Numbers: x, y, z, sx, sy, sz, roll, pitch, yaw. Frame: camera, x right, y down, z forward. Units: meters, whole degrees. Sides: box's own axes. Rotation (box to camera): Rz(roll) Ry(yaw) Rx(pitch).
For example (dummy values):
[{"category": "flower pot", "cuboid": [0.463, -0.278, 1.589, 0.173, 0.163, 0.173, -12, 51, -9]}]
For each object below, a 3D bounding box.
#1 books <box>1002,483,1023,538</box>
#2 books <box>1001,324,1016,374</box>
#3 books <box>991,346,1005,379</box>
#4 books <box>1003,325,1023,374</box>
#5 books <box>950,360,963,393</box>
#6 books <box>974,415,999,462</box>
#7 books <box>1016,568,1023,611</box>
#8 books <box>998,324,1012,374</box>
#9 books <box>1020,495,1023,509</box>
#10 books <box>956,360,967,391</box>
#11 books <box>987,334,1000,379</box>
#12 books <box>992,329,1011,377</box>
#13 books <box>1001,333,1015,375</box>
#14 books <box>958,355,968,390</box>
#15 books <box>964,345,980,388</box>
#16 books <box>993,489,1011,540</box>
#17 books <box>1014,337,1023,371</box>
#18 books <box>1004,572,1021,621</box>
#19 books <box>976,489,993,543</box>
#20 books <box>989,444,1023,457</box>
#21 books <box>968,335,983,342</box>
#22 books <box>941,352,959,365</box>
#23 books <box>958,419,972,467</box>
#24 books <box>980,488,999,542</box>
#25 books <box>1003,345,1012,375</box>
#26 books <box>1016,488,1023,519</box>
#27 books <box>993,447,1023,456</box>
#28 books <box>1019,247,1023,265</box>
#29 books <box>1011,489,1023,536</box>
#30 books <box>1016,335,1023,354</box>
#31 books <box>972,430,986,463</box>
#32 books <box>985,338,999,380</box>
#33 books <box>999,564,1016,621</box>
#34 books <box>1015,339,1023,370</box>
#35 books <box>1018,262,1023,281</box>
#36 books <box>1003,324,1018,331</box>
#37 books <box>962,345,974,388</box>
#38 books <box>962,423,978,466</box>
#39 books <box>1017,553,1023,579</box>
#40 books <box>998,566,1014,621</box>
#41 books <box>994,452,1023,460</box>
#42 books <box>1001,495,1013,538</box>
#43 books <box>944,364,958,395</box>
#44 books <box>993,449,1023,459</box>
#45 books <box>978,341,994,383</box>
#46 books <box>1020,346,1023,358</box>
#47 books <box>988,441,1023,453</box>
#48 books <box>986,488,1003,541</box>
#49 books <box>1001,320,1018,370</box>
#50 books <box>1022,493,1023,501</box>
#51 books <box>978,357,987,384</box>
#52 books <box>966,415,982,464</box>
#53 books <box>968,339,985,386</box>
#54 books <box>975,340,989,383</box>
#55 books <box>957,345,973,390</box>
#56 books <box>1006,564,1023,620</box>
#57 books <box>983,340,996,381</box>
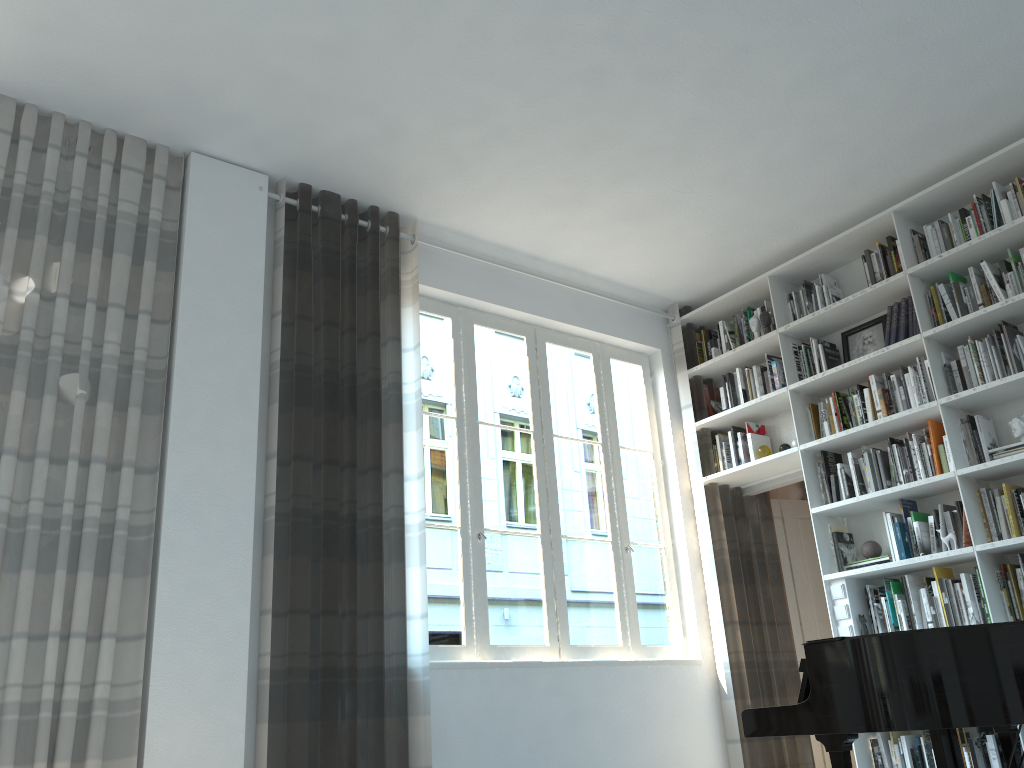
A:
[{"category": "books", "cuboid": [2.412, 0.617, 4.219, 0.190, 0.273, 0.026, 12, -26, -35]}, {"category": "books", "cuboid": [2.492, -0.139, 4.373, 0.157, 0.315, 0.005, 12, -26, -35]}, {"category": "books", "cuboid": [2.443, -0.075, 4.382, 0.181, 0.208, 0.011, 12, -26, -35]}, {"category": "books", "cuboid": [2.486, -0.137, 4.337, 0.189, 0.286, 0.011, 12, -26, -35]}, {"category": "books", "cuboid": [2.335, -0.003, 4.571, 0.136, 0.224, 0.029, 12, -26, -35]}, {"category": "books", "cuboid": [2.375, 0.297, 4.406, 0.136, 0.276, 0.021, 12, -26, -35]}, {"category": "books", "cuboid": [2.419, 0.987, 4.130, 0.163, 0.247, 0.042, 12, -26, -35]}, {"category": "books", "cuboid": [2.479, -0.137, 4.381, 0.153, 0.319, 0.004, 12, -26, -35]}, {"category": "books", "cuboid": [2.463, 0.631, 4.172, 0.180, 0.207, 0.011, 12, -26, -35]}, {"category": "books", "cuboid": [2.350, -0.009, 4.549, 0.140, 0.218, 0.024, 12, -26, -35]}, {"category": "books", "cuboid": [2.441, -0.103, 4.406, 0.169, 0.278, 0.011, 12, -26, -35]}, {"category": "books", "cuboid": [2.458, -0.120, 4.383, 0.177, 0.290, 0.011, 12, -26, -35]}, {"category": "books", "cuboid": [2.479, -0.113, 4.362, 0.158, 0.260, 0.010, 12, -26, -35]}, {"category": "books", "cuboid": [2.349, -0.027, 4.532, 0.134, 0.239, 0.012, 12, -26, -35]}, {"category": "books", "cuboid": [2.373, -0.057, 4.490, 0.178, 0.261, 0.024, 12, -26, -35]}, {"category": "books", "cuboid": [2.393, 0.643, 4.269, 0.166, 0.262, 0.036, 12, -26, -35]}, {"category": "books", "cuboid": [2.521, -0.111, 4.340, 0.135, 0.236, 0.009, 12, -26, -35]}, {"category": "books", "cuboid": [2.391, 1.007, 4.163, 0.157, 0.238, 0.030, 12, -26, -35]}, {"category": "books", "cuboid": [2.351, 0.664, 4.344, 0.159, 0.284, 0.012, 12, -26, -35]}, {"category": "books", "cuboid": [2.474, 0.311, 4.262, 0.159, 0.012, 0.286, 11, -26, -33]}, {"category": "books", "cuboid": [2.392, -0.086, 4.494, 0.155, 0.316, 0.011, 12, -26, -35]}, {"category": "books", "cuboid": [2.306, -0.020, 4.603, 0.159, 0.284, 0.012, 12, -26, -35]}, {"category": "books", "cuboid": [2.328, 0.322, 4.473, 0.159, 0.284, 0.012, 12, -26, -35]}, {"category": "books", "cuboid": [2.361, 0.652, 4.316, 0.145, 0.283, 0.025, 12, -26, -35]}, {"category": "books", "cuboid": [2.487, -0.084, 4.376, 0.133, 0.216, 0.012, 12, -26, -35]}, {"category": "books", "cuboid": [2.467, 0.622, 4.205, 0.142, 0.246, 0.028, 12, -26, -35]}, {"category": "books", "cuboid": [2.473, 0.322, 4.256, 0.161, 0.012, 0.255, 13, -27, -37]}, {"category": "books", "cuboid": [2.577, -0.525, 4.363, 0.138, 0.285, 0.026, 12, -26, -35]}, {"category": "books", "cuboid": [2.442, 0.628, 4.211, 0.153, 0.243, 0.014, 12, -26, -35]}, {"category": "books", "cuboid": [2.528, -0.122, 4.305, 0.148, 0.231, 0.031, 12, -26, -35]}, {"category": "books", "cuboid": [2.365, 0.338, 4.418, 0.136, 0.209, 0.034, 12, -26, -35]}, {"category": "books", "cuboid": [2.431, -0.092, 4.407, 0.180, 0.260, 0.009, 12, -26, -35]}, {"category": "books", "cuboid": [2.379, 0.994, 4.189, 0.146, 0.282, 0.013, 12, -26, -35]}, {"category": "books", "cuboid": [2.522, -0.106, 4.326, 0.151, 0.217, 0.012, 12, -26, -35]}, {"category": "books", "cuboid": [2.558, -0.485, 4.355, 0.173, 0.207, 0.010, 12, -26, -35]}, {"category": "books", "cuboid": [2.495, -0.138, 4.361, 0.162, 0.304, 0.005, 12, -26, -35]}, {"category": "books", "cuboid": [2.361, -0.058, 4.505, 0.157, 0.275, 0.012, 12, -26, -35]}, {"category": "books", "cuboid": [2.335, 0.328, 4.452, 0.134, 0.256, 0.024, 12, -26, -35]}, {"category": "books", "cuboid": [2.433, 0.948, 4.120, 0.166, 0.312, 0.014, 12, -26, -35]}, {"category": "books", "cuboid": [2.380, 1.004, 4.203, 0.147, 0.274, 0.013, 12, -26, -35]}, {"category": "books", "cuboid": [2.473, 0.344, 4.247, 0.161, 0.012, 0.255, 14, -27, -38]}, {"category": "books", "cuboid": [2.415, 0.650, 4.242, 0.153, 0.227, 0.025, 12, -26, -35]}, {"category": "books", "cuboid": [2.302, 0.008, 4.570, 0.186, 0.207, 0.015, 12, -26, -35]}, {"category": "books", "cuboid": [2.470, 0.333, 4.250, 0.161, 0.012, 0.254, 15, -28, -39]}, {"category": "books", "cuboid": [2.406, -0.079, 4.424, 0.184, 0.250, 0.012, 12, -26, -35]}, {"category": "books", "cuboid": [2.526, -0.106, 4.317, 0.132, 0.208, 0.004, 12, -26, -35]}, {"category": "books", "cuboid": [2.469, 0.299, 4.263, 0.159, 0.012, 0.286, 14, -27, -38]}, {"category": "books", "cuboid": [2.380, 0.649, 4.298, 0.154, 0.274, 0.026, 12, -26, -35]}, {"category": "books", "cuboid": [2.493, -0.148, 4.370, 0.161, 0.329, 0.005, 12, -26, -35]}, {"category": "books", "cuboid": [2.472, 0.620, 4.157, 0.175, 0.215, 0.028, 12, -26, -35]}, {"category": "books", "cuboid": [2.410, -0.035, 4.447, 0.149, 0.186, 0.029, 12, -26, -35]}, {"category": "books", "cuboid": [2.358, 0.307, 4.456, 0.136, 0.296, 0.011, 12, -26, -35]}, {"category": "books", "cuboid": [2.382, -0.077, 4.468, 0.184, 0.282, 0.010, 12, -26, -35]}, {"category": "books", "cuboid": [2.398, -0.081, 4.433, 0.189, 0.262, 0.009, 12, -26, -35]}, {"category": "books", "cuboid": [2.353, -0.052, 4.521, 0.151, 0.278, 0.026, 12, -26, -35]}, {"category": "books", "cuboid": [2.396, 0.984, 4.149, 0.181, 0.271, 0.012, 12, -26, -35]}, {"category": "books", "cuboid": [2.432, -0.083, 4.431, 0.169, 0.260, 0.010, 12, -26, -35]}]
